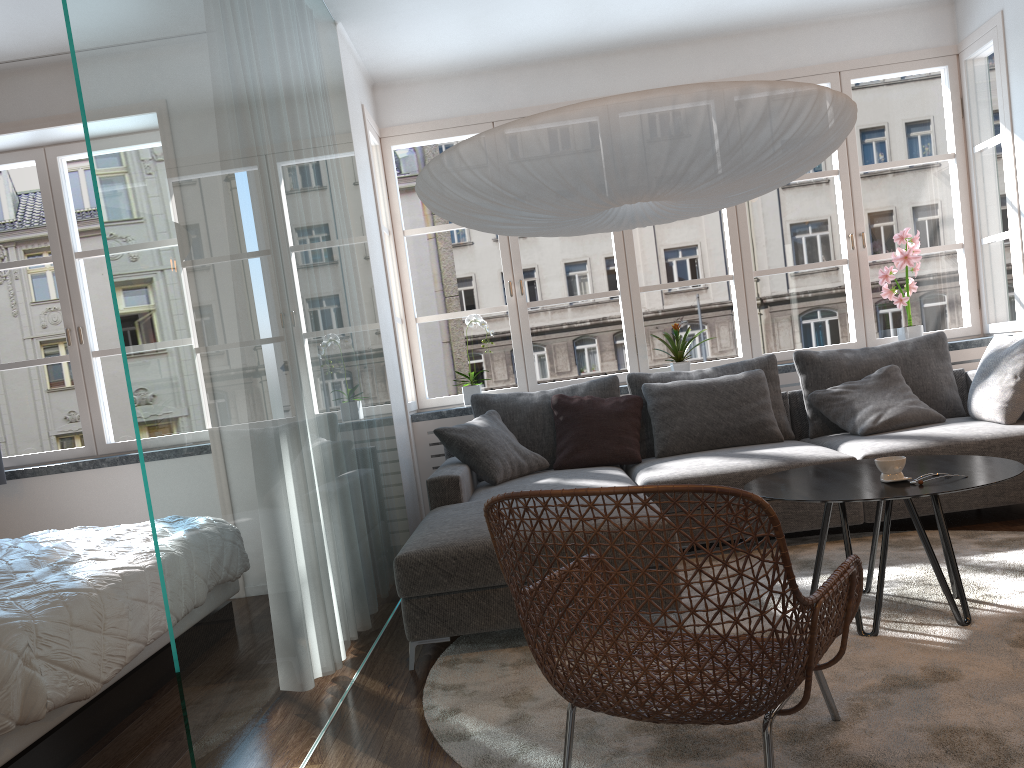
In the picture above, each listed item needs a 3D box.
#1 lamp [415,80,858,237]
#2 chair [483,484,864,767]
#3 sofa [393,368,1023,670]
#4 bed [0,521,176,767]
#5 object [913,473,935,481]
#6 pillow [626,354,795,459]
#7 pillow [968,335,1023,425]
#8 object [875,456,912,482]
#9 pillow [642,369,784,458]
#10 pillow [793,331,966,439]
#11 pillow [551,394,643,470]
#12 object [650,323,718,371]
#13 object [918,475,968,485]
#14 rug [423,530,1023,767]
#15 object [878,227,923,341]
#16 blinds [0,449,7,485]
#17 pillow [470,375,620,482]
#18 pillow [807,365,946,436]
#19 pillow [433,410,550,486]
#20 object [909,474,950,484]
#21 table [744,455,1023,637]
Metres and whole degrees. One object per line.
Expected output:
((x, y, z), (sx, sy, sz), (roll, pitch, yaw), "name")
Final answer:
((0.409, -0.683, 3.037), (1.475, 0.211, 1.459), (-7, 1, 38), "lamp")
((0.382, 0.527, 2.033), (0.720, 0.713, 0.680), (-6, 3, 34), "chair")
((1.135, 0.440, 3.948), (3.068, 0.675, 2.031), (-8, 1, 2), "sofa")
((-2.381, 0.874, 3.102), (2.442, 0.766, 2.157), (-8, 1, 2), "bed")
((1.285, 0.285, 2.745), (0.123, 0.010, 0.026), (-8, 1, -32), "object")
((1.064, 0.123, 4.796), (0.839, 0.477, 0.275), (-8, 4, 2), "pillow")
((2.362, -0.026, 4.280), (0.286, 0.416, 0.492), (-8, 2, 1), "pillow")
((1.184, 0.269, 2.751), (0.091, 0.069, 0.138), (-7, 1, 14), "object")
((1.049, 0.153, 4.656), (0.667, 0.399, 0.290), (-8, 3, 2), "pillow")
((1.969, 0.004, 4.752), (0.836, 0.479, 0.273), (-8, 4, 2), "pillow")
((0.453, 0.232, 4.654), (0.521, 0.405, 0.309), (-7, 3, 4), "pillow")
((1.013, -0.202, 5.218), (0.374, 0.330, 0.322), (-9, 3, -23), "object")
((1.292, 0.283, 2.649), (0.167, 0.015, 0.015), (-8, 3, -11), "object")
((1.128, 0.784, 2.853), (2.828, 0.012, 2.836), (-8, 1, -18), "rug")
((2.288, -0.555, 5.166), (0.200, 0.694, 0.297), (-9, 4, -19), "object")
((-3.272, -0.423, 4.399), (1.195, 2.045, 0.131), (-7, 5, 4), "blinds")
((0.201, 0.241, 4.817), (0.836, 0.480, 0.273), (-8, 4, 2), "pillow")
((1.851, 0.082, 4.521), (0.490, 0.323, 0.444), (-8, 2, -16), "pillow")
((-0.100, 0.321, 4.532), (0.348, 0.361, 0.511), (-5, 3, 41), "pillow")
((1.275, 0.284, 2.688), (0.163, 0.016, 0.025), (-8, 2, -23), "object")
((1.228, 0.535, 2.925), (0.847, 0.475, 0.843), (-8, 2, 4), "table")
